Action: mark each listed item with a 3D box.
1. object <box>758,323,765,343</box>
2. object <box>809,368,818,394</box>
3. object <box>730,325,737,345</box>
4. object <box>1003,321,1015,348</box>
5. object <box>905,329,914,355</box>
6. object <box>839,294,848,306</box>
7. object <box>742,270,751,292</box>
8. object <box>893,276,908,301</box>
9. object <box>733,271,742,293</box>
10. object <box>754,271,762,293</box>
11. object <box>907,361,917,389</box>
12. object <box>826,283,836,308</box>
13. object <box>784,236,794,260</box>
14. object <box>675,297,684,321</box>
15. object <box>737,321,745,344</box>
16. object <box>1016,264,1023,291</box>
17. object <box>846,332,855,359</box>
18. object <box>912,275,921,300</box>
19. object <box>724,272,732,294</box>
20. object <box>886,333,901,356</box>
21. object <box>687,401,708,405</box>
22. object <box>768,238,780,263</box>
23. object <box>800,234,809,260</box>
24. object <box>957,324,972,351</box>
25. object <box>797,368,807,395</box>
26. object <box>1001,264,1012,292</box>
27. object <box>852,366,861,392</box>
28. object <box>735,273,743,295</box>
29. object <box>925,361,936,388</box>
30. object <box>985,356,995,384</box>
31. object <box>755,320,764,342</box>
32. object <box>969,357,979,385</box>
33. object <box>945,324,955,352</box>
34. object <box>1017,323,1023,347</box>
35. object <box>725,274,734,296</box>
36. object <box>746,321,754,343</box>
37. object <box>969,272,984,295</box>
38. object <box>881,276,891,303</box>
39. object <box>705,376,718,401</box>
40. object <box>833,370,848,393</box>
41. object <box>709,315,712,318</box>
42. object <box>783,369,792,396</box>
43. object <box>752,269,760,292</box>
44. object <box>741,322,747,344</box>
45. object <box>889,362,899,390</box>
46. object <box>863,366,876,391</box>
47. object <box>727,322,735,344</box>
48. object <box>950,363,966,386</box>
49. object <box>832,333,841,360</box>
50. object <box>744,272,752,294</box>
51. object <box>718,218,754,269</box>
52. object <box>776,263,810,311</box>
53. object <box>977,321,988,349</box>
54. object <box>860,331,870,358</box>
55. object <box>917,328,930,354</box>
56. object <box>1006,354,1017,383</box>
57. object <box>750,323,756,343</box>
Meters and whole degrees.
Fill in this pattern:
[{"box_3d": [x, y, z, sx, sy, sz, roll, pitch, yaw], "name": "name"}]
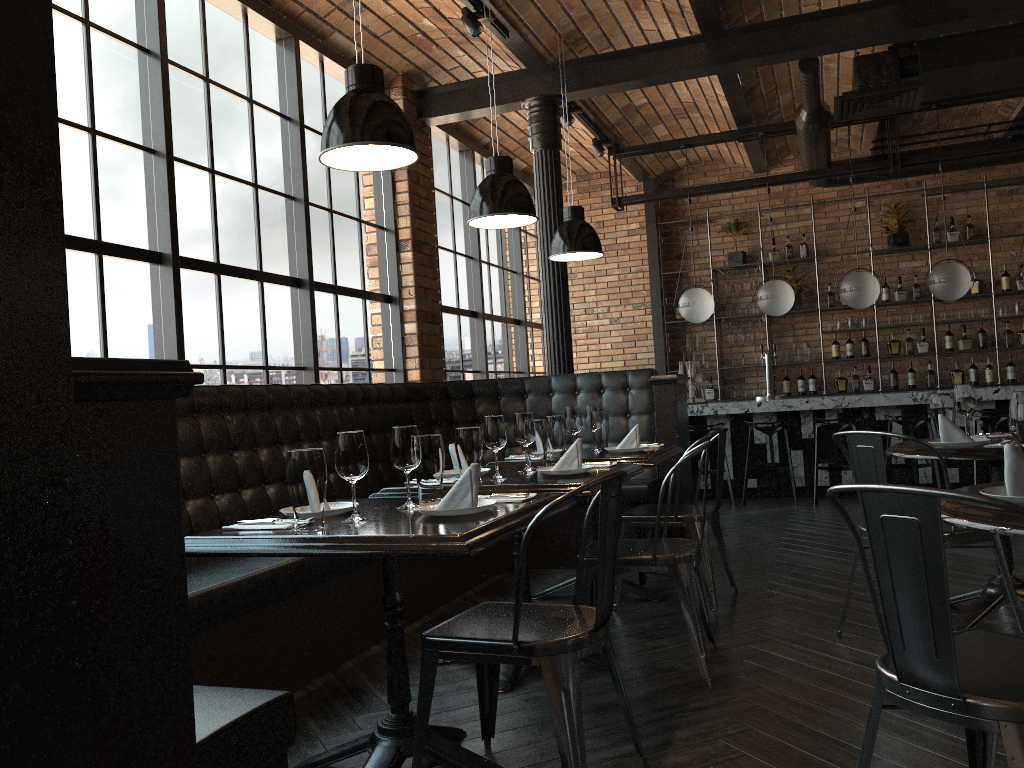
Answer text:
[{"box_3d": [2.836, -0.596, 10.122, 0.092, 0.244, 0.092, -4, -1, 26], "name": "object"}, {"box_3d": [3.348, -0.034, 9.870, 0.086, 0.298, 0.086, -3, -1, -21], "name": "object"}, {"box_3d": [2.543, -0.576, 10.228, 0.092, 0.244, 0.092, -4, -1, 26], "name": "object"}, {"box_3d": [5.153, -0.515, 9.207, 0.083, 0.282, 0.083, -4, -1, 5], "name": "object"}, {"box_3d": [4.267, -0.454, 9.528, 0.083, 0.282, 0.083, -4, -1, 20], "name": "object"}, {"box_3d": [3.668, -0.966, 9.740, 0.151, 0.248, 0.094, -4, -1, 24], "name": "object"}, {"box_3d": [2.647, -1.160, 10.011, 0.092, 0.244, 0.092, -4, -1, 26], "name": "object"}, {"box_3d": [4.176, -1.017, 9.542, 0.123, 0.279, 0.123, -4, -1, 8], "name": "object"}, {"box_3d": [2.554, -1.154, 10.045, 0.092, 0.244, 0.092, -4, -1, 26], "name": "object"}, {"box_3d": [2.800, -1.168, 10.131, 0.092, 0.244, 0.092, -4, -1, 26], "name": "object"}, {"box_3d": [4.294, -0.099, 9.528, 0.086, 0.298, 0.086, -3, -1, -21], "name": "object"}, {"box_3d": [3.517, -0.974, 9.795, 0.083, 0.282, 0.083, -4, -1, 5], "name": "object"}, {"box_3d": [3.101, -1.519, 9.942, 0.083, 0.282, 0.083, -4, -1, 5], "name": "object"}, {"box_3d": [1.958, -0.874, 10.392, 0.086, 0.298, 0.086, -3, -1, -21], "name": "object"}, {"box_3d": [2.590, -0.582, 10.035, 0.092, 0.244, 0.092, -4, -1, 26], "name": "object"}, {"box_3d": [5.267, -1.093, 9.148, 0.123, 0.279, 0.123, -4, -1, 28], "name": "object"}, {"box_3d": [3.719, -0.424, 9.759, 0.086, 0.298, 0.086, -3, -1, -21], "name": "object"}, {"box_3d": [4.332, -1.030, 9.500, 0.083, 0.282, 0.083, -4, -1, 20], "name": "object"}, {"box_3d": [2.451, -1.147, 10.082, 0.092, 0.244, 0.092, -4, -1, 26], "name": "object"}, {"box_3d": [4.123, -0.426, 9.579, 0.151, 0.248, 0.094, -4, -1, 9], "name": "object"}, {"box_3d": [1.745, 0.188, 8.629, 0.273, 0.019, 0.437, -4, -1, 20], "name": "object"}, {"box_3d": [2.953, -1.507, 9.997, 0.123, 0.279, 0.123, -4, -1, 8], "name": "object"}, {"box_3d": [3.257, -1.530, 9.886, 0.083, 0.282, 0.083, -4, -1, 35], "name": "object"}, {"box_3d": [4.762, -0.486, 9.334, 0.123, 0.279, 0.123, -4, -1, 8], "name": "object"}, {"box_3d": [3.245, -0.027, 9.933, 0.086, 0.298, 0.086, -3, -1, -21], "name": "object"}, {"box_3d": [5.135, -1.093, 9.216, 0.086, 0.299, 0.086, -3, -1, -21], "name": "object"}, {"box_3d": [3.764, -0.055, 9.712, 0.083, 0.282, 0.083, -4, -1, 20], "name": "object"}, {"box_3d": [2.610, -1.155, 10.200, 0.092, 0.244, 0.092, -4, -1, 26], "name": "object"}, {"box_3d": [4.464, -0.103, 9.459, 0.083, 0.282, 0.083, -4, -1, 5], "name": "object"}, {"box_3d": [4.989, -0.146, 9.268, 0.080, 0.299, 0.080, -4, -1, 22], "name": "object"}, {"box_3d": [2.780, -0.595, 9.967, 0.092, 0.244, 0.092, -4, -1, 26], "name": "object"}, {"box_3d": [4.857, -0.137, 9.331, 0.086, 0.298, 0.086, -3, -1, -21], "name": "object"}, {"box_3d": [4.637, -0.487, 9.402, 0.086, 0.298, 0.086, -3, -1, -21], "name": "object"}, {"box_3d": [5.298, -0.507, 9.154, 0.151, 0.248, 0.094, -4, -1, 29], "name": "object"}, {"box_3d": [2.507, -1.148, 10.237, 0.092, 0.244, 0.092, -4, -1, 26], "name": "object"}, {"box_3d": [2.683, -0.588, 10.002, 0.092, 0.244, 0.092, -4, -1, 26], "name": "object"}, {"box_3d": [4.868, -1.049, 9.306, 0.094, 0.248, 0.151, -3, -1, -41], "name": "object"}, {"box_3d": [4.050, -1.019, 9.610, 0.086, 0.298, 0.086, -3, -1, -21], "name": "object"}, {"box_3d": [2.297, 0.049, 10.228, 0.123, 0.279, 0.123, -4, -1, 33], "name": "object"}, {"box_3d": [3.620, -0.026, 9.763, 0.151, 0.248, 0.094, -4, -1, 9], "name": "object"}, {"box_3d": [2.261, -0.895, 10.253, 0.086, 0.299, 0.086, -3, -1, -21], "name": "object"}, {"box_3d": [3.088, -0.015, 9.962, 0.086, 0.299, 0.086, -3, -1, -21], "name": "object"}, {"box_3d": [2.744, -1.167, 9.976, 0.092, 0.244, 0.092, -4, -1, 26], "name": "object"}, {"box_3d": [2.646, -0.583, 10.190, 0.092, 0.244, 0.092, -4, -1, 26], "name": "object"}, {"box_3d": [4.113, -0.087, 9.559, 0.086, 0.297, 0.086, -3, -1, -36], "name": "object"}, {"box_3d": [3.889, -0.061, 9.652, 0.123, 0.279, 0.123, -4, -1, 33], "name": "object"}, {"box_3d": [2.487, -0.575, 10.073, 0.092, 0.244, 0.092, -4, -1, 26], "name": "object"}, {"box_3d": [4.709, -0.102, 9.369, 0.151, 0.248, 0.094, -4, -1, 29], "name": "object"}, {"box_3d": [3.574, -0.413, 9.785, 0.086, 0.299, 0.086, -3, -1, -21], "name": "object"}, {"box_3d": [2.703, -1.161, 10.166, 0.092, 0.244, 0.092, -4, -1, 26], "name": "object"}, {"box_3d": [2.567, -1.617, 10.162, 0.377, 0.554, 0.422, -4, -1, 8], "name": "object"}, {"box_3d": [3.141, -1.069, 9.901, 0.430, 0.526, 0.425, -4, -1, 32], "name": "object"}, {"box_3d": [4.927, -0.508, 9.292, 0.086, 0.299, 0.086, -3, -1, -21], "name": "object"}, {"box_3d": [3.852, -0.433, 9.681, 0.086, 0.297, 0.086, -3, -1, -21], "name": "object"}, {"box_3d": [4.392, -0.460, 9.468, 0.123, 0.279, 0.123, -4, -1, 33], "name": "object"}, {"box_3d": [5.184, -0.161, 9.206, 0.086, 0.298, 0.086, -3, -1, -21], "name": "object"}, {"box_3d": [2.739, -0.589, 10.157, 0.092, 0.244, 0.092, -4, -1, 26], "name": "object"}]
